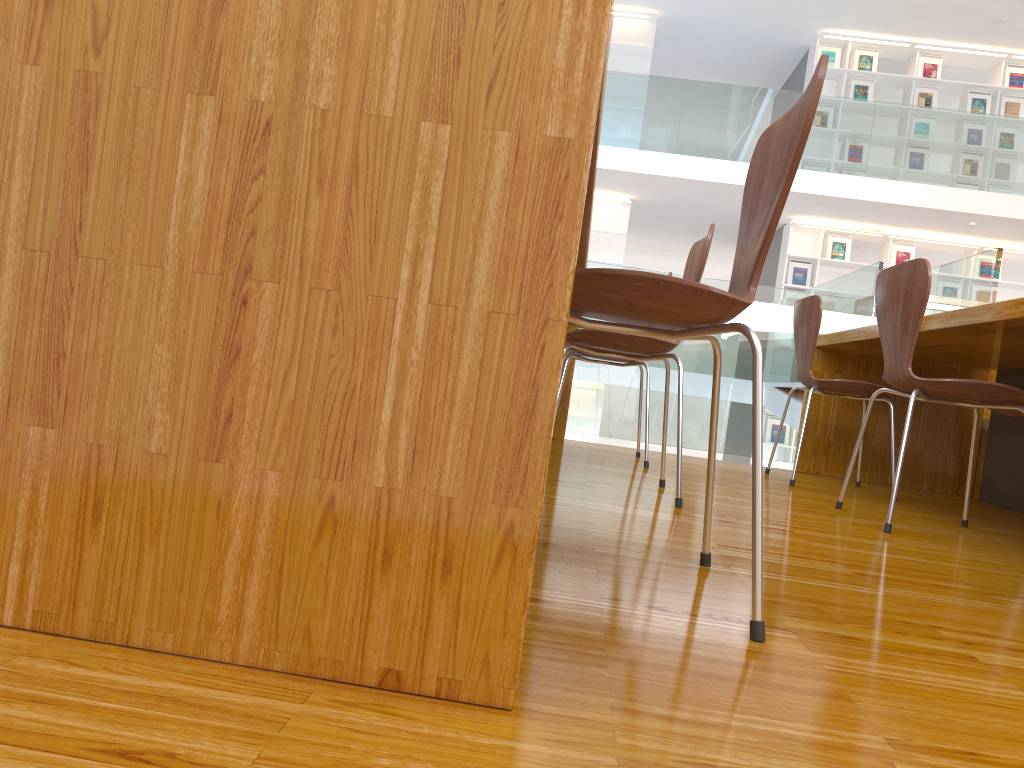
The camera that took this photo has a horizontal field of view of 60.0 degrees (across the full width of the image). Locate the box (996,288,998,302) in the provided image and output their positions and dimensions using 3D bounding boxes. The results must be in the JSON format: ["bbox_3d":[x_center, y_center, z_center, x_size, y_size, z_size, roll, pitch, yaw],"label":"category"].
[{"bbox_3d":[5.110,-0.933,9.653,0.245,0.296,0.274,8,1,4],"label":"box"}]

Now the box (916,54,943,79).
[{"bbox_3d":[4.526,-3.414,9.682,0.245,0.296,0.274,8,1,4],"label":"box"}]

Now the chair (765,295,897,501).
[{"bbox_3d":[1.236,0.044,3.347,0.381,0.693,0.428,8,1,4],"label":"chair"}]

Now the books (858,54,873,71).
[{"bbox_3d":[3.839,-3.470,9.631,0.145,0.210,0.037,8,1,4],"label":"books"}]

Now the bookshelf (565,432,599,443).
[{"bbox_3d":[-0.890,0.656,10.075,3.666,1.836,0.397,8,1,4],"label":"bookshelf"}]

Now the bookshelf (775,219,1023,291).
[{"bbox_3d":[4.392,-0.686,9.637,2.984,1.836,0.498,8,1,4],"label":"bookshelf"}]

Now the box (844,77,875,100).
[{"bbox_3d":[3.813,-3.182,9.737,0.245,0.296,0.274,8,1,4],"label":"box"}]

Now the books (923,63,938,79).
[{"bbox_3d":[4.517,-3.359,9.583,0.145,0.210,0.037,8,1,4],"label":"books"}]

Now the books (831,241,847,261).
[{"bbox_3d":[3.557,-1.440,9.659,0.145,0.210,0.037,8,1,4],"label":"books"}]

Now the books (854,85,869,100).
[{"bbox_3d":[3.789,-3.141,9.633,0.145,0.210,0.037,8,1,4],"label":"books"}]

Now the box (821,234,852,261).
[{"bbox_3d":[3.575,-1.479,9.761,0.245,0.296,0.274,8,1,4],"label":"box"}]

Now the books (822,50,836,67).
[{"bbox_3d":[3.443,-3.530,9.659,0.145,0.210,0.037,8,1,4],"label":"books"}]

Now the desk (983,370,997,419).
[{"bbox_3d":[3.938,0.007,5.578,3.196,0.757,1.248,8,1,4],"label":"desk"}]

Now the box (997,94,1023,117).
[{"bbox_3d":[5.392,-2.960,9.625,0.245,0.296,0.274,8,1,4],"label":"box"}]

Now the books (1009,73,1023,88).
[{"bbox_3d":[5.414,-3.234,9.519,0.145,0.210,0.037,8,1,4],"label":"books"}]

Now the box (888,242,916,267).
[{"bbox_3d":[4.245,-1.387,9.711,0.245,0.296,0.274,8,1,4],"label":"box"}]

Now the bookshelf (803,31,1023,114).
[{"bbox_3d":[4.674,-2.713,9.608,2.984,1.836,0.498,8,1,4],"label":"bookshelf"}]

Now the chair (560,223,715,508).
[{"bbox_3d":[0.283,-0.074,2.330,0.381,0.693,0.428,8,1,4],"label":"chair"}]

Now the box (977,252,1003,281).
[{"bbox_3d":[5.155,-1.258,9.649,0.245,0.296,0.274,8,1,4],"label":"box"}]

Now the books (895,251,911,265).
[{"bbox_3d":[4.235,-1.329,9.611,0.145,0.210,0.037,8,1,4],"label":"books"}]

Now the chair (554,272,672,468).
[{"bbox_3d":[0.352,-0.078,3.299,0.381,0.693,0.428,8,1,4],"label":"chair"}]

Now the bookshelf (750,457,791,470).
[{"bbox_3d":[4.108,1.355,9.666,2.984,1.836,0.498,8,1,4],"label":"bookshelf"}]

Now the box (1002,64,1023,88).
[{"bbox_3d":[5.437,-3.285,9.620,0.245,0.296,0.274,8,1,4],"label":"box"}]

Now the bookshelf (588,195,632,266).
[{"bbox_3d":[-0.610,-1.385,9.996,3.666,1.836,0.498,8,1,4],"label":"bookshelf"}]

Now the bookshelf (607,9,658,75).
[{"bbox_3d":[-0.328,-3.412,9.967,3.666,1.836,0.498,8,1,4],"label":"bookshelf"}]

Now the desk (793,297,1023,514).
[{"bbox_3d":[1.551,0.147,2.257,0.760,0.606,3.356,8,1,4],"label":"desk"}]

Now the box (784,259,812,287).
[{"bbox_3d":[3.154,-1.207,9.792,0.245,0.296,0.274,8,1,4],"label":"box"}]

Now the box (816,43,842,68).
[{"bbox_3d":[3.464,-3.561,9.760,0.245,0.296,0.274,8,1,4],"label":"box"}]

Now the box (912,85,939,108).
[{"bbox_3d":[4.485,-3.086,9.689,0.245,0.296,0.274,8,1,4],"label":"box"}]

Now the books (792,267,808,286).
[{"bbox_3d":[3.144,-1.165,9.687,0.145,0.210,0.037,8,1,4],"label":"books"}]

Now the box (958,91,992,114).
[{"bbox_3d":[5.040,-3.009,9.650,0.245,0.296,0.274,8,1,4],"label":"box"}]

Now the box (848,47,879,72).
[{"bbox_3d":[3.856,-3.506,9.733,0.245,0.296,0.274,8,1,4],"label":"box"}]

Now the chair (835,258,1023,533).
[{"bbox_3d":[1.166,0.048,2.378,0.381,0.693,0.428,8,1,4],"label":"chair"}]

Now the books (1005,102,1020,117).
[{"bbox_3d":[5.371,-2.922,9.523,0.145,0.210,0.037,8,1,4],"label":"books"}]

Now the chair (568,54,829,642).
[{"bbox_3d":[0.166,-0.074,1.229,0.381,0.693,0.428,8,1,4],"label":"chair"}]

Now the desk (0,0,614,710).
[{"bbox_3d":[-0.490,0.072,2.316,1.248,1.022,3.216,8,1,4],"label":"desk"}]

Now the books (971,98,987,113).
[{"bbox_3d":[5.025,-2.970,9.548,0.145,0.210,0.037,8,1,4],"label":"books"}]

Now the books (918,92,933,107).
[{"bbox_3d":[4.466,-3.044,9.585,0.145,0.210,0.037,8,1,4],"label":"books"}]
